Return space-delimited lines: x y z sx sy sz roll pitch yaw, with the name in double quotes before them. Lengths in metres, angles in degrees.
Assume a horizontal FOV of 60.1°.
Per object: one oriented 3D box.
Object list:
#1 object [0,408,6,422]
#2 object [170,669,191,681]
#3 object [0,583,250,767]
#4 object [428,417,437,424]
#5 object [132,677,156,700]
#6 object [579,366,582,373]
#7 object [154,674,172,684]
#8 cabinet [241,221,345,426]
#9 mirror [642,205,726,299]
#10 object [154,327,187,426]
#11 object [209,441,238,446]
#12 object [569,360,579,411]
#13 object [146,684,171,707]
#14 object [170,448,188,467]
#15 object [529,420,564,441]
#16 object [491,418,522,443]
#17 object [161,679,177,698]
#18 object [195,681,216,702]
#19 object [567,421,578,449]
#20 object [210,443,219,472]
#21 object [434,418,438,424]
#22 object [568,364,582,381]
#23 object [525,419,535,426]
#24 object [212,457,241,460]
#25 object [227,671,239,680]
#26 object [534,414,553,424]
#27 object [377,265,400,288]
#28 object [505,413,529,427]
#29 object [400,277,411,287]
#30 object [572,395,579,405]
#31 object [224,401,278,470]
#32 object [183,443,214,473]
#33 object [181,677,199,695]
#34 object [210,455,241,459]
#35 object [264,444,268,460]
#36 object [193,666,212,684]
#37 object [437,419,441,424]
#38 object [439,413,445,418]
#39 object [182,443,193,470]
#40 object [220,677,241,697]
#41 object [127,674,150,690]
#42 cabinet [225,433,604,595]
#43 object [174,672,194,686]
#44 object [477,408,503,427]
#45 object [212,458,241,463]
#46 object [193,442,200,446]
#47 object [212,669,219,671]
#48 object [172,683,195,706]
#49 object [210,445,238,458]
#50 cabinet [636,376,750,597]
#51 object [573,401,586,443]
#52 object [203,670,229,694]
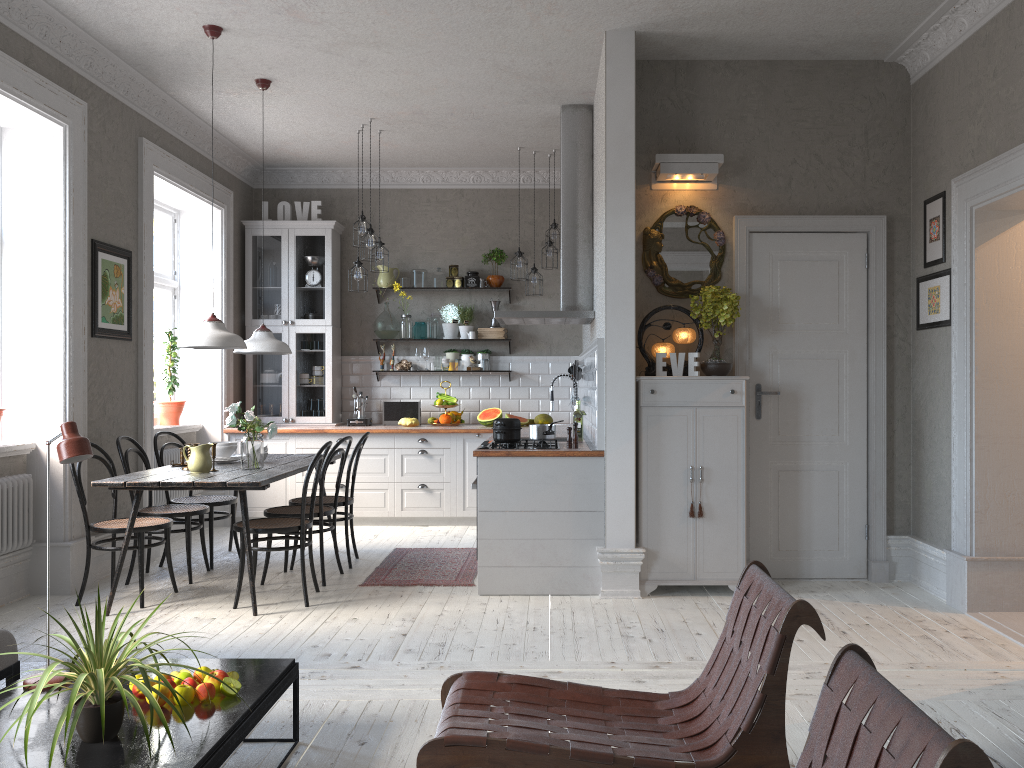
"object" -2.932 -0.153 4.857 0.264 0.991 0.276 0 0 40
"object" -1.051 0.935 2.812 0.064 0.039 0.066 0 0 7
"object" -1.084 0.752 2.403 0.722 0.420 0.671 0 0 19
"object" -0.732 0.343 8.312 0.075 0.072 0.154 0 0 31
"object" -1.114 0.921 2.678 0.067 0.066 0.071 0 0 6
"object" 0.548 -0.103 7.603 0.108 0.161 0.137 0 0 4
"object" -1.082 0.925 2.742 0.058 0.058 0.058 0 0 -16
"cabinet" -2.051 -0.544 8.351 0.879 1.921 0.388 0 0 0
"mirror" 1.087 -0.837 5.587 0.532 0.593 0.071 0 0 0
"object" -2.835 -0.065 7.341 0.255 0.813 0.264 0 0 29
"object" -1.904 0.431 5.840 0.181 0.094 0.178 0 0 -8
"object" 0.494 0.031 7.107 0.081 0.443 0.329 0 0 3
"object" -1.047 0.921 2.617 0.070 0.066 0.071 0 0 16
"object" -2.089 0.462 5.613 0.141 0.112 0.138 0 0 -16
"object" 0.248 0.293 5.680 0.297 0.134 0.178 0 0 36
"object" -0.031 0.285 5.452 0.193 0.147 0.190 0 0 -19
"object" -1.048 0.926 2.687 0.058 0.056 0.059 0 0 -12
"object" -0.921 0.925 2.663 0.056 0.058 0.057 0 0 26
"object" 0.367 0.307 5.369 0.073 0.167 0.036 0 0 0
"object" -1.773 0.435 5.265 0.058 0.167 0.060 0 0 15
"object" -0.693 0.346 8.276 0.084 0.057 0.090 0 0 33
"object" 0.533 -0.103 7.476 0.107 0.161 0.138 0 0 18
"object" 0.158 0.357 8.246 0.204 0.073 0.117 0 0 -36
"object" -1.903 0.496 5.840 0.242 0.027 0.233 0 0 -31
"object" -0.905 0.935 2.825 0.046 0.037 0.067 0 0 28
"object" 0.293 0.334 8.196 0.208 0.119 0.129 0 0 -36
"object" -1.188 -1.016 8.434 0.189 0.216 0.175 0 0 15
"object" 0.053 0.330 8.072 0.227 0.127 0.147 0 0 -16
"object" -1.025 -0.963 8.491 0.103 0.111 0.103 0 0 1
"object" 0.570 0.005 7.992 0.077 0.379 0.082 0 0 1
"object" -1.583 0.311 5.386 0.312 0.414 0.251 0 0 -1
"object" -1.831 0.433 5.182 0.153 0.170 0.133 0 0 -38
"object" -0.982 0.925 2.703 0.057 0.058 0.058 0 0 -8
"object" -1.903 0.487 5.840 0.234 0.027 0.241 0 0 24
"object" -1.684 0.459 5.882 0.123 0.119 0.129 0 0 17
"object" -0.974 0.923 2.796 0.060 0.062 0.063 0 0 -17
"object" -0.678 0.355 8.292 0.070 0.076 0.226 0 0 -16
"object" -0.629 0.309 8.365 0.077 0.076 0.157 0 0 28
"object" -1.952 0.433 5.373 0.097 0.172 0.095 0 0 -18
"object" -0.864 0.928 2.709 0.058 0.053 0.060 0 0 8
"object" -1.154 0.927 2.741 0.069 0.055 0.058 0 0 -32
"cabinet" -0.502 0.819 7.039 2.030 0.854 4.106 0 0 -43
"object" -1.020 0.925 2.751 0.063 0.058 0.060 0 0 -44
"object" -0.204 0.307 8.122 0.232 0.174 0.221 0 0 23
"object" -1.903 0.505 5.840 0.234 0.027 0.240 0 0 19
"object" -1.895 0.432 5.301 0.061 0.172 0.063 0 0 23
"object" -0.963 0.936 2.866 0.047 0.036 0.061 0 0 12
"object" -0.979 0.922 2.640 0.060 0.063 0.063 0 0 33
"object" -1.904 0.452 5.840 0.181 0.094 0.178 0 0 -8
"cabinet" 1.067 0.602 5.361 0.666 1.297 0.384 0 0 1
"object" 0.452 0.252 5.900 0.089 0.282 0.082 0 0 1
"object" -0.917 0.922 2.748 0.073 0.064 0.076 0 0 32
